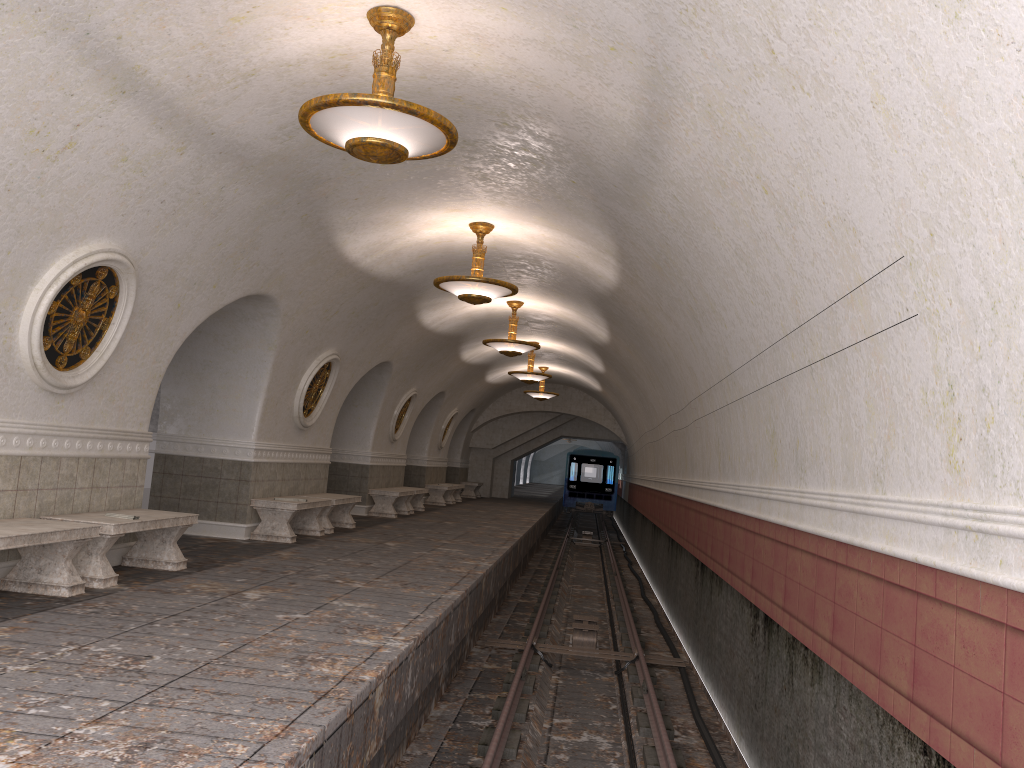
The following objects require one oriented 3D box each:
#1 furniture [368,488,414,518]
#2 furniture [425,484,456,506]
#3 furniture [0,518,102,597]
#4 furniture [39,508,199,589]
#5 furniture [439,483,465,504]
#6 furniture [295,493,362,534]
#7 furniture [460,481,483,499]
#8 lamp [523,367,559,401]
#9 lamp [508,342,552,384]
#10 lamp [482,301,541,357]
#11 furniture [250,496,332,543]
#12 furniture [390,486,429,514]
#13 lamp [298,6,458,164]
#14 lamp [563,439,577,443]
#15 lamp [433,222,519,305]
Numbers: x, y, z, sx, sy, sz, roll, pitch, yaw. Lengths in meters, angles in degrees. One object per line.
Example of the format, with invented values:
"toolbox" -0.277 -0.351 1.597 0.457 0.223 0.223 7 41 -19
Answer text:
"furniture" -2.432 2.384 17.839 0.613 0.508 1.509 5 -5 5
"furniture" -1.919 2.964 23.751 0.613 0.508 1.509 5 -5 5
"furniture" -3.468 1.212 5.911 0.613 0.508 1.509 5 -5 5
"furniture" -3.323 1.376 7.578 0.613 0.508 1.509 5 -5 5
"furniture" -1.774 3.128 25.418 0.613 0.508 1.509 5 -5 5
"furniture" -2.806 1.961 13.536 0.613 0.508 1.509 5 -5 5
"furniture" -1.376 3.578 30.000 0.613 0.508 1.509 5 -5 5
"lamp" 0.845 0.007 24.848 1.008 0.955 1.008 9 -7 -38
"lamp" 0.429 -0.463 20.059 1.008 0.955 1.008 3 -6 21
"lamp" 0.013 -0.933 15.272 1.008 0.955 1.008 3 -6 21
"furniture" -2.951 1.798 11.869 0.613 0.508 1.509 5 -5 5
"furniture" -2.288 2.548 19.506 0.613 0.508 1.509 5 -5 5
"lamp" -0.821 -1.877 5.661 1.008 0.955 1.008 6 -5 -10
"lamp" 4.008 3.586 61.284 1.008 0.955 1.008 6 -5 -9
"lamp" -0.403 -1.403 10.483 1.008 0.955 1.008 6 -5 -10
